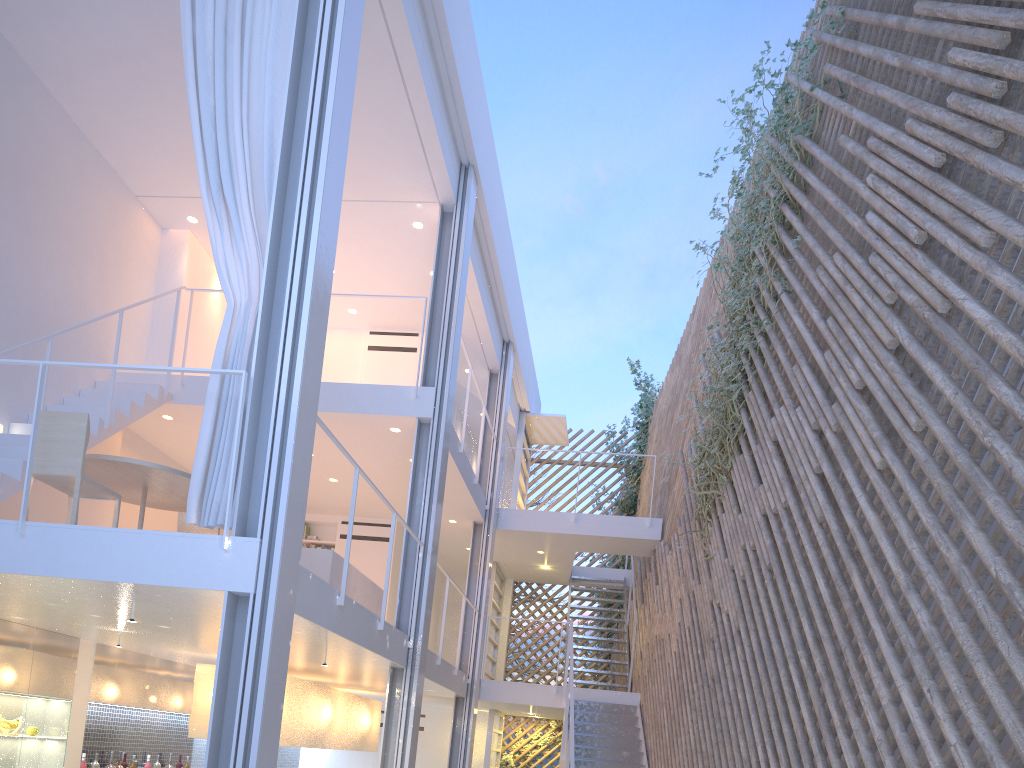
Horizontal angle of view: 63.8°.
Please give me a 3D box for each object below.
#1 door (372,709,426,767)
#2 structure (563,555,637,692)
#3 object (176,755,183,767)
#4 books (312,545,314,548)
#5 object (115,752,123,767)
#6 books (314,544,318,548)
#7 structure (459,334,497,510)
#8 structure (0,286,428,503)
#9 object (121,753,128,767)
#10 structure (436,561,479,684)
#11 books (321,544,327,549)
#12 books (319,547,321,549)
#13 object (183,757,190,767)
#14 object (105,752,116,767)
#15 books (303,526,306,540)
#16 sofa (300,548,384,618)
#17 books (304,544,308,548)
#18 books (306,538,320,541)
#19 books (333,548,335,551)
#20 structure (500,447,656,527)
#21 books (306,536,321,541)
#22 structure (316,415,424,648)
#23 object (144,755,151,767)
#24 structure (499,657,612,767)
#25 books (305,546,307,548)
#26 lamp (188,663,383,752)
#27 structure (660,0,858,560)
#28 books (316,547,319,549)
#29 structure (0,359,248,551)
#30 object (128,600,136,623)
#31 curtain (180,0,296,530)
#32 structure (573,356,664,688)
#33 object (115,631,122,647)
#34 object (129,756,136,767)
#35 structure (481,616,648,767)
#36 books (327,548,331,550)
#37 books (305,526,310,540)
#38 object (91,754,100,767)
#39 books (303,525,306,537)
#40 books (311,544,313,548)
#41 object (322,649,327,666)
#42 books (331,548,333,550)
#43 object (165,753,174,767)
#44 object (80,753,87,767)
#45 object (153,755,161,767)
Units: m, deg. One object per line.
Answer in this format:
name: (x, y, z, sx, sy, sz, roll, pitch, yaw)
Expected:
door: (-2.002, 2.546, 5.539, 0.477, 1.076, 6.079, 4, -23, 20)
structure: (0.782, 1.919, 7.306, 0.536, 1.746, 1.355, 6, -11, 3)
object: (-2.328, 2.687, 5.760, 0.044, 0.180, 0.048, 6, -5, -1)
books: (-2.103, 1.285, 4.809, 0.023, 1.537, 3.902, 5, -21, 18)
object: (-2.511, 1.823, 4.008, 0.105, 0.263, 2.287, 5, -24, 11)
books: (-2.091, 1.284, 4.809, 0.023, 1.541, 3.899, 5, -21, 18)
structure: (-0.254, 0.285, 5.346, 0.028, 0.502, 1.876, 5, -23, 9)
structure: (-1.671, 0.216, 2.574, 1.724, 3.040, 4.003, 5, -16, 8)
object: (-2.534, 1.843, 4.057, 0.067, 0.263, 2.365, 5, -24, 9)
structure: (-0.387, 1.566, 5.279, 0.028, 0.502, 1.876, 5, -23, 9)
books: (-2.079, 1.275, 4.793, 0.030, 1.548, 3.949, 5, -20, 19)
books: (-2.063, 1.255, 4.786, 0.029, 1.465, 3.952, 5, -21, 18)
object: (-2.305, 2.727, 5.827, 0.043, 0.169, 0.043, 8, -5, -21)
object: (-2.516, 1.802, 3.962, 0.047, 0.263, 2.201, 5, -24, 9)
books: (-1.631, 1.192, 6.526, 0.006, 0.112, 0.097, 5, -12, 9)
sofa: (-1.078, 1.195, 4.519, 0.498, 0.335, 1.085, 3, -22, 8)
books: (-1.636, 1.350, 6.525, 0.015, 0.132, 0.085, 5, -9, 9)
books: (-1.577, 1.245, 6.526, 0.094, 0.019, 0.069, 3, -23, 7)
books: (-2.013, 1.274, 4.776, 0.038, 1.497, 3.982, 5, -21, 20)
structure: (0.499, 0.782, 6.266, 1.136, 0.532, 0.028, 3, -3, 7)
books: (-1.572, 1.223, 6.522, 0.094, 0.019, 0.070, 0, -23, 12)
structure: (-0.597, 0.712, 3.440, 0.028, 0.502, 1.874, 5, -23, 9)
object: (-2.366, 2.496, 5.340, 0.043, 0.173, 0.045, 5, -5, 9)
structure: (0.345, 3.561, 8.066, 1.140, 1.864, 0.305, 5, -4, 7)
books: (-2.127, 1.257, 4.767, 0.122, 1.493, 3.990, 5, -21, 17)
lamp: (-1.438, 2.299, 5.694, 0.446, 0.384, 2.543, 4, -24, 8)
structure: (1.199, -0.274, 3.806, 0.744, 2.509, 2.555, 6, -14, 1)
books: (-2.064, 1.269, 4.777, 0.034, 1.494, 3.965, 5, -21, 17)
structure: (-1.632, 0.441, 1.788, 1.361, 1.654, 1.567, 4, -13, 8)
object: (-1.300, 0.778, 2.822, 0.029, 0.074, 0.031, 4, -7, 19)
curtain: (-0.952, -0.675, 2.660, 0.515, 2.258, 0.101, 6, -3, 4)
structure: (1.127, 2.416, 8.933, 1.114, 4.184, 3.577, 5, -12, 7)
object: (-1.856, 1.207, 3.892, 0.029, 0.074, 0.031, 4, -7, 19)
object: (-2.520, 1.808, 3.980, 0.058, 0.267, 2.680, 5, -24, 10)
structure: (0.309, 2.313, 5.275, 1.184, 1.803, 2.135, 6, -15, 2)
books: (-2.037, 1.274, 4.789, 0.045, 1.489, 3.956, 5, -21, 20)
books: (-1.623, 1.193, 6.534, 0.006, 0.120, 0.077, 5, -9, 9)
object: (-2.551, 1.770, 3.898, 0.046, 0.263, 2.065, 5, -24, 10)
books: (-1.641, 1.187, 6.525, 0.015, 0.119, 0.103, 5, -12, 9)
books: (-2.095, 1.284, 4.809, 0.023, 1.540, 3.894, 5, -21, 17)
object: (-0.855, 1.254, 3.772, 0.029, 0.074, 0.031, 4, -7, 19)
books: (-2.035, 1.283, 4.777, 0.036, 1.521, 3.983, 5, -21, 20)
object: (-2.328, 2.607, 5.591, 0.046, 0.189, 0.049, 5, -5, 10)
object: (-1.752, 1.514, 3.735, 1.668, 0.749, 2.029, 4, -22, 5)
object: (-2.358, 2.555, 5.466, 0.047, 0.174, 0.046, 9, -5, -35)
